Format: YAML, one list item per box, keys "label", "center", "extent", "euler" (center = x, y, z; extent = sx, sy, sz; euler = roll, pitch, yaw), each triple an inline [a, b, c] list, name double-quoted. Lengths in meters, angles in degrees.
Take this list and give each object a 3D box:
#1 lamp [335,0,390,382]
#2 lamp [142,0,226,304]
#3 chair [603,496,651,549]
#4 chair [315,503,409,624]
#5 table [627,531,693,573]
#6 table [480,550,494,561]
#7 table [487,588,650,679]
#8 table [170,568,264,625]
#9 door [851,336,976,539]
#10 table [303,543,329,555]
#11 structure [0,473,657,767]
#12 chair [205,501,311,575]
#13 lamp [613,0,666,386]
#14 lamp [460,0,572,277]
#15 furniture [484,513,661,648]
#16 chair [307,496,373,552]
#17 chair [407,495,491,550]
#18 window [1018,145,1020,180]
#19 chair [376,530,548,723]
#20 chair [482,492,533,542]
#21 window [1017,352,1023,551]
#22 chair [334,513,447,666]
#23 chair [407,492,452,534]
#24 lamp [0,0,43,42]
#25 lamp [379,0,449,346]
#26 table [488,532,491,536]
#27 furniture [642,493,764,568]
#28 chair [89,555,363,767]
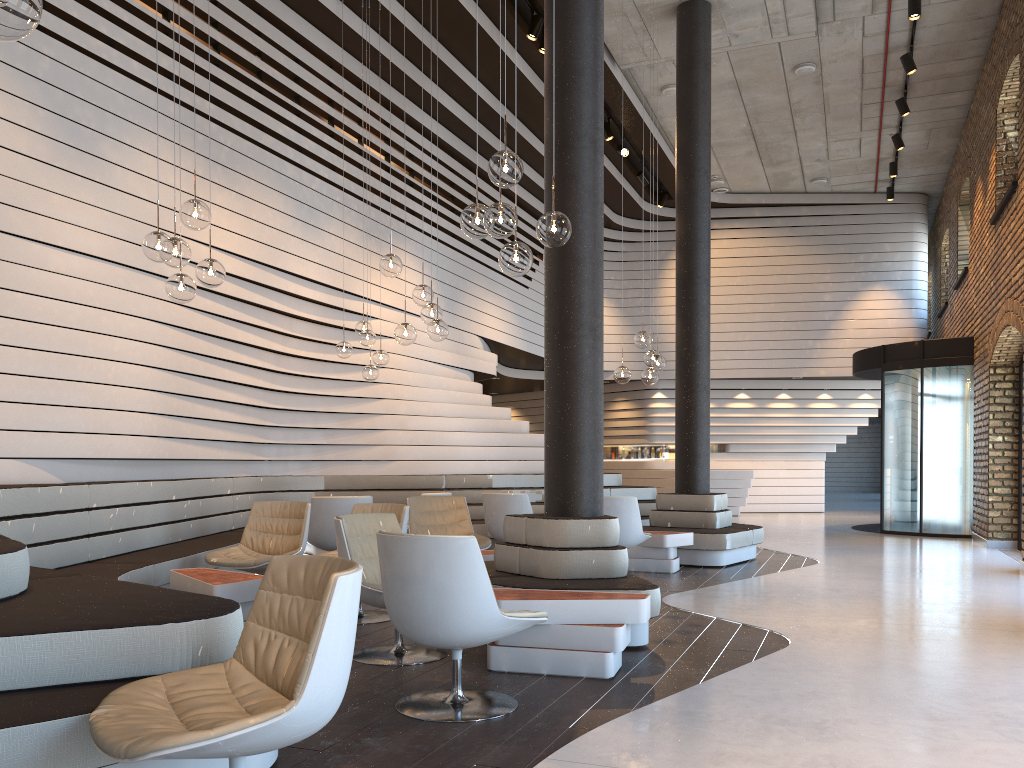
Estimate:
- label: "lamp"
  center: [-1.450, -2.388, 8.574]
  extent: [0.530, 4.717, 0.334]
  euler: [0, 1, -17]
- label: "lamp"
  center: [-1.806, -2.792, 4.904]
  extent: [0.294, 4.678, 0.542]
  euler: [0, 1, 17]
- label: "chair"
  center: [0.900, 1.380, 7.946]
  extent: [0.659, 0.766, 0.709]
  euler: [-1, -2, 22]
- label: "chair"
  center: [-1.051, 1.205, 5.988]
  extent: [0.661, 0.766, 0.707]
  euler: [-1, -2, 42]
- label: "table"
  center: [1.284, 1.639, 8.636]
  extent: [0.910, 0.370, 0.412]
  euler: [-2, -3, 24]
- label: "table"
  center: [-0.184, 1.472, 6.762]
  extent: [0.902, 0.370, 0.416]
  euler: [3, -3, -31]
- label: "table"
  center: [0.234, 1.267, 4.499]
  extent: [0.908, 0.371, 0.413]
  euler: [-1, -3, 14]
- label: "table"
  center: [-1.759, 1.349, 5.387]
  extent: [0.411, 0.370, 0.913]
  euler: [2, -4, -36]
- label: "door"
  center: [6.961, 0.904, 13.587]
  extent: [3.220, 2.853, 3.242]
  euler: [-1, -3, 28]
- label: "table"
  center: [-1.811, 1.686, 9.123]
  extent: [0.902, 0.370, 0.416]
  euler: [3, -3, -31]
- label: "structure"
  center: [-2.352, 1.073, 5.393]
  extent: [5.793, 0.927, 18.197]
  euler: [-2, -5, 18]
- label: "chair"
  center: [-1.810, 1.242, 6.382]
  extent: [0.660, 0.766, 0.708]
  euler: [-1, -2, 29]
- label: "lamp"
  center: [1.893, -1.807, 13.929]
  extent: [9.071, 4.611, 41.856]
  euler: [-2, -5, 21]
- label: "lamp"
  center: [0.009, -2.862, 4.155]
  extent: [0.545, 4.678, 0.292]
  euler: [0, 1, 7]
- label: "furniture"
  center: [0.115, 1.198, 5.665]
  extent: [1.272, 0.722, 1.780]
  euler: [0, -4, -8]
- label: "chair"
  center: [-1.584, 1.384, 7.963]
  extent: [0.654, 0.766, 0.715]
  euler: [1, -2, -24]
- label: "chair"
  center: [-0.553, 1.341, 7.494]
  extent: [0.653, 0.766, 0.715]
  euler: [1, -2, -28]
- label: "window"
  center: [5.630, -2.691, 9.472]
  extent: [0.126, 1.451, 1.567]
  euler: [0, -2, 21]
- label: "chair"
  center: [-0.233, 1.010, 3.830]
  extent: [0.661, 0.766, 0.707]
  euler: [-1, -2, 39]
- label: "chair"
  center: [0.049, 1.455, 8.766]
  extent: [0.660, 0.766, 0.707]
  euler: [-1, -2, 38]
- label: "window"
  center: [5.725, 0.637, 9.494]
  extent: [0.130, 2.536, 2.349]
  euler: [0, -2, 21]
- label: "chair"
  center: [-0.610, 1.100, 4.820]
  extent: [0.714, 0.767, 0.654]
  euler: [-1, -2, 25]
- label: "chair"
  center: [-0.957, 1.456, 8.770]
  extent: [0.713, 0.767, 0.655]
  euler: [-1, -2, 21]
- label: "lamp"
  center: [-1.069, -3.017, 1.808]
  extent: [0.543, 4.631, 0.276]
  euler: [0, 1, -17]
- label: "lamp"
  center: [-0.726, -2.658, 6.500]
  extent: [0.311, 4.744, 0.658]
  euler: [1, 1, 30]
- label: "table"
  center: [0.202, 1.729, 9.619]
  extent: [0.904, 0.371, 0.415]
  euler: [0, -2, -6]
- label: "furniture"
  center: [2.067, 1.538, 9.452]
  extent: [1.763, 0.722, 1.284]
  euler: [3, -5, -33]
- label: "chair"
  center: [-0.772, 0.885, 2.436]
  extent: [0.707, 0.767, 0.661]
  euler: [1, -2, -31]
